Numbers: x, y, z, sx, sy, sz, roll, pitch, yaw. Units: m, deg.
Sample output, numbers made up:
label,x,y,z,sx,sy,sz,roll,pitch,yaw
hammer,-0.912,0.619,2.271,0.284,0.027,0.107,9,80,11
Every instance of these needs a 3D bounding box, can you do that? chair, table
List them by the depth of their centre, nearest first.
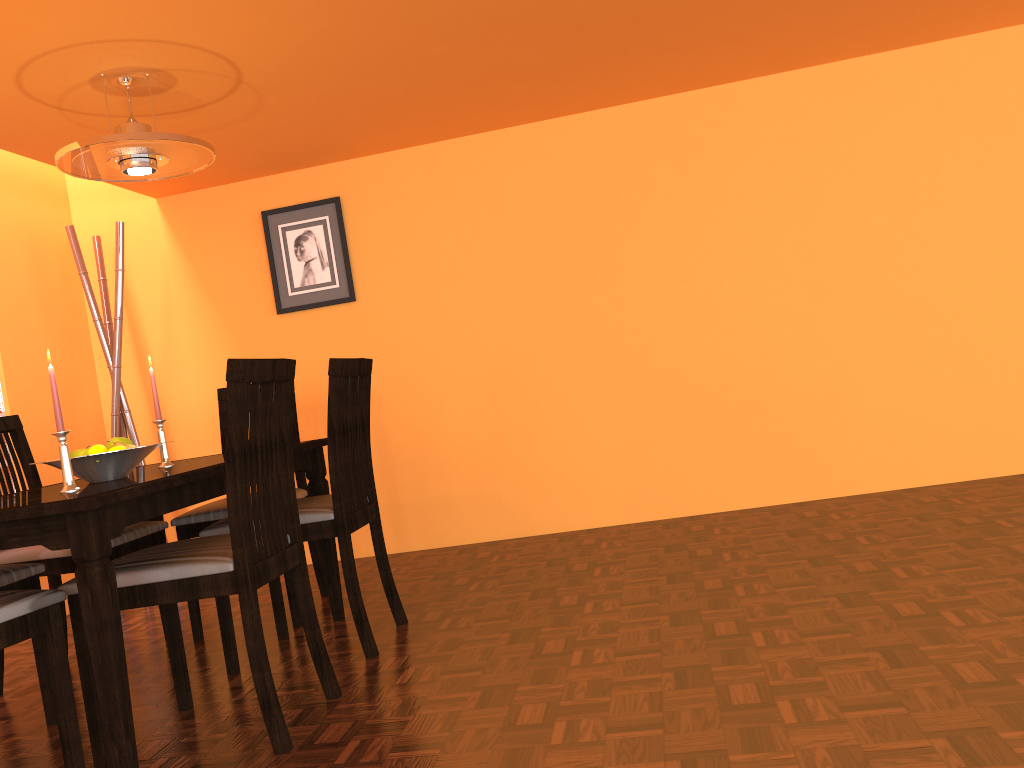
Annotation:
label,x,y,z,sx,sy,sz,roll,pitch,yaw
chair,-1.118,0.444,1.582,0.373,0.809,0.465,-9,0,14
chair,-0.678,0.373,1.958,0.465,0.809,0.373,-9,0,9
chair,-1.426,0.489,2.079,0.465,0.809,0.373,-9,0,9
table,-0.962,0.529,2.293,0.697,0.584,1.259,-9,0,9
chair,-0.590,0.356,2.528,0.465,0.809,0.373,-9,0,9
chair,-1.337,0.471,2.649,0.465,0.809,0.373,-9,0,9
chair,-0.886,0.399,3.026,0.373,0.809,0.465,-9,0,4

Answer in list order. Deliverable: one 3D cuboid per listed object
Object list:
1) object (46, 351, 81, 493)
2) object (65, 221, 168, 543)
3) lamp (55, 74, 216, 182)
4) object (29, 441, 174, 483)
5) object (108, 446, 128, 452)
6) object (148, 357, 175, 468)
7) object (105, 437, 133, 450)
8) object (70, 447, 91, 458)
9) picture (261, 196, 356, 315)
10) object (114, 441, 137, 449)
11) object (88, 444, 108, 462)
label,x,y,z,sx,sy,sz,roll,pitch,yaw
object,-1.012,0.079,1.981,0.044,0.326,0.044,-9,0,-2
object,-1.632,0.119,3.734,0.308,1.589,0.226,-9,0,31
lamp,-1.113,-0.758,2.601,0.435,0.274,0.435,-9,0,31
object,-1.032,0.208,2.253,0.337,0.072,0.337,-9,0,-25
object,-0.978,0.177,2.201,0.055,0.046,0.046,-9,0,-28
object,-1.011,0.075,2.529,0.044,0.326,0.044,-9,0,-2
object,-1.029,0.171,2.324,0.069,0.066,0.069,-9,0,19
object,-1.068,0.199,2.230,0.089,0.076,0.087,-9,0,15
picture,-0.885,-0.556,3.851,0.361,0.456,0.014,-9,0,9
object,-0.976,0.177,2.263,0.055,0.070,0.066,-9,0,-10
object,-1.009,0.170,2.161,0.046,0.046,0.055,-9,0,-8
